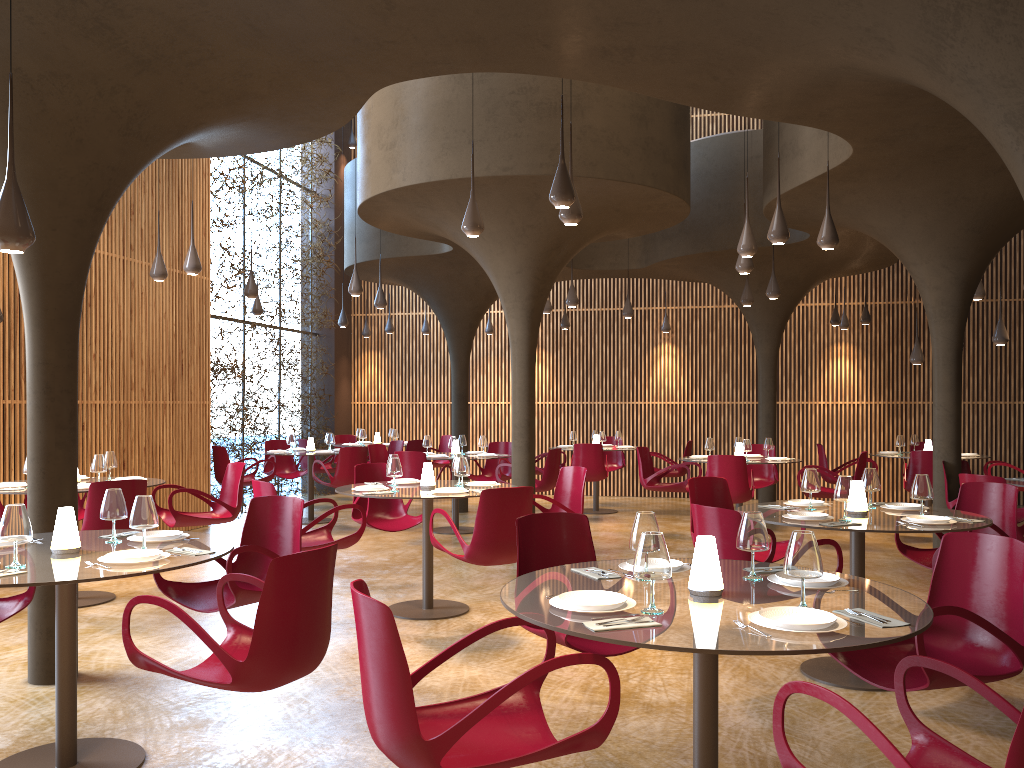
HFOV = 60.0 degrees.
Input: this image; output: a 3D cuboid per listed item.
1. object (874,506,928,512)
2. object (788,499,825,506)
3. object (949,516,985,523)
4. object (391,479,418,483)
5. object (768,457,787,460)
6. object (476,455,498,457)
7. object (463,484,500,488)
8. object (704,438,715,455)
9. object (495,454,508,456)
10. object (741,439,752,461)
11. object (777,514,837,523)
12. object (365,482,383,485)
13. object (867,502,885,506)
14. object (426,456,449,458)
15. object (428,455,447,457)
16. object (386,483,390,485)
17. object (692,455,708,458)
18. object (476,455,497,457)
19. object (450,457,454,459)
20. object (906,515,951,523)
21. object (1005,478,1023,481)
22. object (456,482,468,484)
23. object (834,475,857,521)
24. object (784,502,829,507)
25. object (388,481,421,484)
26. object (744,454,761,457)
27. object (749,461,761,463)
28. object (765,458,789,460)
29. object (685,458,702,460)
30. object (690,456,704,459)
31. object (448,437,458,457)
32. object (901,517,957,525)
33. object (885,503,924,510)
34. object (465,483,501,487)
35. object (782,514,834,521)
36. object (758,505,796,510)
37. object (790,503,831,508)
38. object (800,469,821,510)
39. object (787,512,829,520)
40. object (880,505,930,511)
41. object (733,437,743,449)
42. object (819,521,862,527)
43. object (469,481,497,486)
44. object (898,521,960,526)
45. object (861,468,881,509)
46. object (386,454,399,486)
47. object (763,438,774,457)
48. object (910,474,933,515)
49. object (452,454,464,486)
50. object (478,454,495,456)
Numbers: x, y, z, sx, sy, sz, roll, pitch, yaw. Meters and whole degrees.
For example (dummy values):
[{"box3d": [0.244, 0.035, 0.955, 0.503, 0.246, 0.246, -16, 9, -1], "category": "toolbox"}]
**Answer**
[{"box3d": [3.450, 1.089, 7.778, 0.245, 0.014, 0.493, 1, -1, -26], "category": "object"}, {"box3d": [2.676, 1.083, 8.062, 0.316, 0.035, 0.316, 1, -2, -41], "category": "object"}, {"box3d": [3.575, 1.080, 7.051, 0.152, 0.020, 0.314, 1, -1, -27], "category": "object"}, {"box3d": [-1.250, 1.134, 10.330, 0.315, 0.035, 0.316, 0, -1, -16], "category": "object"}, {"box3d": [4.374, 1.229, 14.607, 0.315, 0.035, 0.316, 0, -1, 20], "category": "object"}, {"box3d": [-0.451, 1.265, 15.631, 0.245, 0.014, 0.493, -1, -1, 29], "category": "object"}, {"box3d": [-0.323, 1.139, 9.982, 0.245, 0.014, 0.493, 1, -2, -33], "category": "object"}, {"box3d": [3.309, 1.082, 14.838, 0.170, 0.354, 0.170, 0, 0, -39], "category": "object"}, {"box3d": [-0.234, 1.279, 15.928, 0.314, 0.020, 0.152, -1, -2, 33], "category": "object"}, {"box3d": [3.800, 1.071, 14.364, 0.170, 0.354, 0.170, 0, 0, 4], "category": "object"}, {"box3d": [2.375, 1.075, 7.128, 0.245, 0.014, 0.493, 1, -1, -30], "category": "object"}, {"box3d": [-1.592, 1.151, 10.209, 0.152, 0.020, 0.314, 1, -1, -23], "category": "object"}, {"box3d": [3.331, 1.104, 8.127, 0.314, 0.020, 0.152, 1, -1, -22], "category": "object"}, {"box3d": [-1.286, 1.256, 15.299, 0.398, 0.017, 0.398, 0, -1, 5], "category": "object"}, {"box3d": [-1.286, 1.245, 15.299, 0.315, 0.035, 0.316, 0, -1, 21], "category": "object"}, {"box3d": [-1.245, 1.147, 10.333, 0.493, 0.014, 0.245, 1, -1, -27], "category": "object"}, {"box3d": [3.221, 1.240, 15.104, 0.315, 0.035, 0.316, 0, -1, 20], "category": "object"}, {"box3d": [-0.449, 1.264, 15.636, 0.398, 0.017, 0.398, -1, -2, 43], "category": "object"}, {"box3d": [-0.975, 1.261, 15.112, 0.152, 0.020, 0.314, -1, -1, 28], "category": "object"}, {"box3d": [3.243, 1.057, 6.904, 0.316, 0.035, 0.316, -1, -2, 34], "category": "object"}, {"box3d": [6.176, 1.164, 10.776, 0.152, 0.020, 0.314, 0, -1, -20], "category": "object"}, {"box3d": [-0.482, 1.153, 10.314, 0.314, 0.020, 0.152, 1, -1, -29], "category": "object"}, {"box3d": [2.646, 0.907, 7.043, 0.170, 0.354, 0.170, 0, 0, 7], "category": "object"}, {"box3d": [2.676, 1.094, 8.062, 0.398, 0.017, 0.398, 0, -1, 20], "category": "object"}, {"box3d": [-1.250, 1.145, 10.330, 0.398, 0.017, 0.398, -1, -1, 29], "category": "object"}, {"box3d": [4.161, 1.247, 15.398, 0.315, 0.035, 0.316, 0, -1, 14], "category": "object"}, {"box3d": [3.848, 1.238, 14.082, 0.152, 0.020, 0.314, -1, -1, 28], "category": "object"}, {"box3d": [4.374, 1.241, 14.607, 0.398, 0.017, 0.398, 1, -2, -44], "category": "object"}, {"box3d": [3.025, 1.254, 14.799, 0.314, 0.020, 0.152, -1, -1, 29], "category": "object"}, {"box3d": [3.221, 1.252, 15.104, 0.398, 0.017, 0.398, -1, -2, 39], "category": "object"}, {"box3d": [-1.023, 1.094, 15.394, 0.170, 0.354, 0.170, 0, 0, 4], "category": "object"}, {"box3d": [3.243, 1.068, 6.904, 0.398, 0.017, 0.398, -1, -2, 37], "category": "object"}, {"box3d": [3.447, 1.076, 7.783, 0.315, 0.035, 0.316, 0, -1, 10], "category": "object"}, {"box3d": [-0.327, 1.137, 9.986, 0.398, 0.017, 0.398, -1, -2, 36], "category": "object"}, {"box3d": [2.378, 1.073, 7.123, 0.398, 0.017, 0.398, 0, -1, 10], "category": "object"}, {"box3d": [2.356, 1.099, 7.891, 0.152, 0.020, 0.314, 1, -1, -32], "category": "object"}, {"box3d": [2.680, 1.096, 8.066, 0.493, 0.014, 0.245, 1, -2, -36], "category": "object"}, {"box3d": [2.624, 0.924, 7.787, 0.170, 0.354, 0.170, 0, 0, -21], "category": "object"}, {"box3d": [2.378, 1.062, 7.123, 0.316, 0.035, 0.316, 1, -2, -42], "category": "object"}, {"box3d": [3.447, 1.088, 7.783, 0.398, 0.017, 0.398, 0, -1, 17], "category": "object"}, {"box3d": [3.905, 1.092, 15.283, 0.170, 0.354, 0.170, 0, 0, 45], "category": "object"}, {"box3d": [2.516, 1.074, 6.788, 0.314, 0.020, 0.152, 1, -1, -26], "category": "object"}, {"box3d": [-0.327, 1.126, 9.986, 0.316, 0.035, 0.316, 1, -1, -32], "category": "object"}, {"box3d": [3.239, 1.070, 6.900, 0.493, 0.014, 0.245, 1, -2, -32], "category": "object"}, {"box3d": [3.185, 0.926, 7.880, 0.170, 0.354, 0.170, 0, 0, 44], "category": "object"}, {"box3d": [-1.343, 0.975, 10.066, 0.170, 0.354, 0.170, 0, 0, -35], "category": "object"}, {"box3d": [4.304, 1.083, 14.877, 0.170, 0.354, 0.170, 0, 0, -13], "category": "object"}, {"box3d": [3.316, 0.910, 7.173, 0.170, 0.354, 0.170, 0, 0, 39], "category": "object"}, {"box3d": [-0.599, 0.975, 10.052, 0.170, 0.354, 0.170, 0, 0, 26], "category": "object"}, {"box3d": [-0.449, 1.252, 15.636, 0.316, 0.035, 0.316, -1, -2, 36], "category": "object"}]
